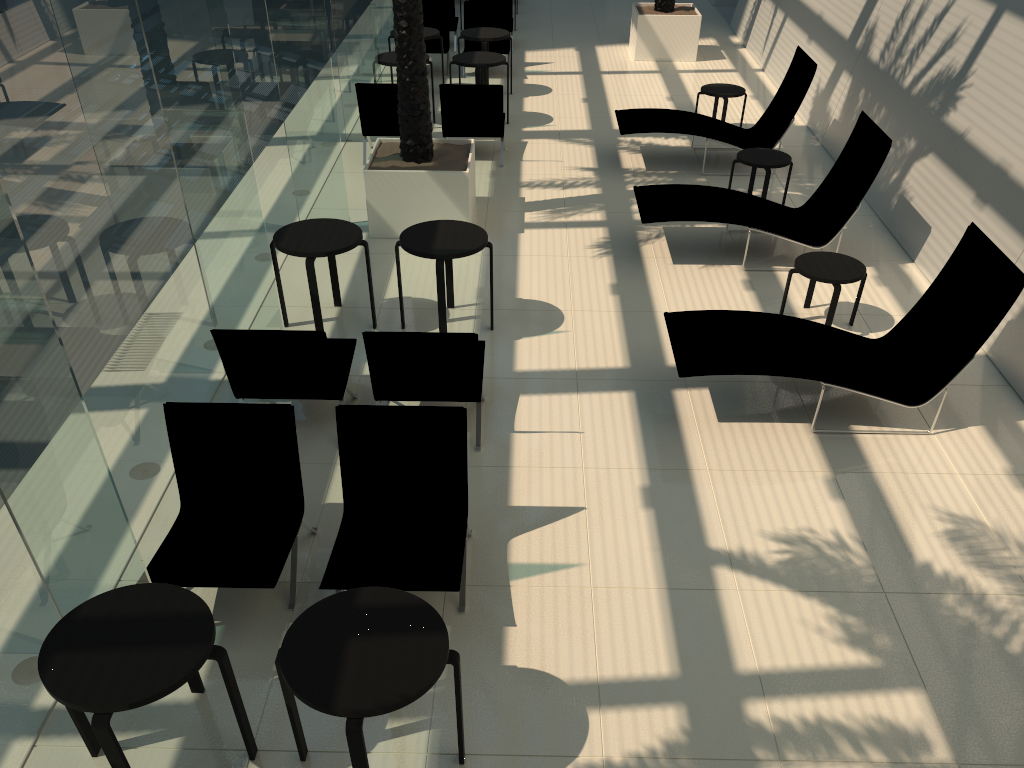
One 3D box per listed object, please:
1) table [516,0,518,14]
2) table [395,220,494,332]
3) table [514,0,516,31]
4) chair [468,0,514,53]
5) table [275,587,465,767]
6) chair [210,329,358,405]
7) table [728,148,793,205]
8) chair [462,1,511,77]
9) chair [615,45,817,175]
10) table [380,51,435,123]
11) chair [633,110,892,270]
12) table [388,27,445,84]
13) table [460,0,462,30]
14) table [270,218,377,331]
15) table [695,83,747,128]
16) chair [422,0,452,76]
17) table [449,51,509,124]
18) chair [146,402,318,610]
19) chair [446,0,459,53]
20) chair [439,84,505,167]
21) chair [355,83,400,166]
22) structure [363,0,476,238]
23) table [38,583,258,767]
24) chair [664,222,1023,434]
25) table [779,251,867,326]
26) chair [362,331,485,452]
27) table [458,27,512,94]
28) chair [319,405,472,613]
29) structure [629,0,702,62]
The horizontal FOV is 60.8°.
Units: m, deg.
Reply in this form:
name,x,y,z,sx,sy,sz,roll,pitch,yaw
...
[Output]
name,x,y,z,sx,sy,sz,roll,pitch,yaw
table,-0.269,-7.488,16.586,0.652,0.847,0.650,30,45,34
table,-0.527,-0.797,6.956,0.656,0.847,0.645,26,43,31
table,-0.307,-6.719,15.478,0.656,0.847,0.645,26,43,31
chair,-0.339,-6.083,14.456,0.716,0.963,0.812,1,36,1
table,-0.599,1.397,3.799,0.654,0.847,0.647,-28,45,-33
chair,-1.491,-0.176,5.945,0.716,0.963,0.812,1,36,1
table,2.592,-2.116,9.133,0.531,0.561,0.529,30,45,34
chair,-0.386,-5.192,13.173,0.716,0.963,0.812,1,36,1
chair,2.238,-3.145,9.988,2.036,1.255,0.844,1,36,1
table,-1.386,-3.788,11.250,0.656,0.847,0.645,26,43,31
chair,2.188,-1.794,8.043,2.036,1.255,0.844,1,36,1
table,-1.349,-4.539,12.331,0.652,0.847,0.650,30,45,34
table,-1.276,-6.733,15.488,0.656,0.847,0.645,26,43,31
table,-1.496,-0.811,6.967,0.656,0.847,0.645,26,43,31
table,2.642,-3.467,11.077,0.535,0.561,0.525,26,43,31
chair,-1.319,-5.206,13.183,0.716,0.963,0.812,1,36,1
table,-0.416,-3.773,11.239,0.656,0.847,0.645,26,43,31
chair,-1.539,0.716,4.662,0.716,0.963,0.812,1,36,1
chair,-1.271,-6.097,14.466,0.716,0.963,0.812,1,36,1
chair,-0.448,-3.151,10.236,0.716,0.963,0.812,1,36,1
chair,-1.380,-3.165,10.246,0.716,0.963,0.812,1,36,1
structure,-0.906,-4.652,6.577,4.819,7.603,4.075,-3,37,-4
table,-1.569,1.383,3.810,0.654,0.847,0.647,-28,45,-33
chair,2.136,-0.401,6.039,2.036,1.255,0.844,1,36,1
table,2.540,-0.723,7.128,0.531,0.561,0.529,30,45,34
chair,-0.559,-0.162,5.934,0.716,0.963,0.812,1,36,1
table,-0.379,-4.525,12.321,0.652,0.847,0.650,30,45,34
chair,-0.606,0.730,4.651,0.716,0.963,0.812,1,36,1
structure,2.597,-8.447,12.194,4.171,7.467,4.371,23,42,27
